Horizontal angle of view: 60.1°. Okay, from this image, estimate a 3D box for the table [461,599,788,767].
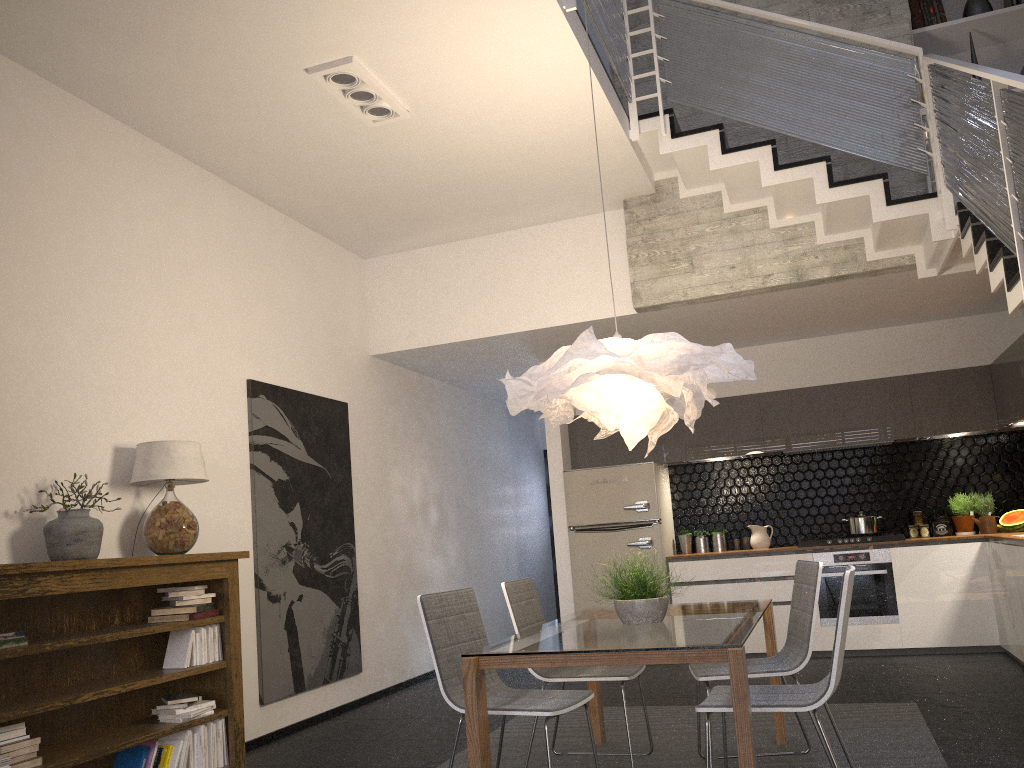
[{"bbox_3d":[0.608,1.400,3.861,0.999,0.709,1.810,-7,-10,18],"label":"table"}]

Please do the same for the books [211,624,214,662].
[{"bbox_3d":[-1.616,1.351,4.608,0.136,0.187,0.018,-7,-8,19],"label":"books"}]

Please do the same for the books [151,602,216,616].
[{"bbox_3d":[0.260,-2.069,6.199,5.393,6.661,0.363,1,-9,-30],"label":"books"}]

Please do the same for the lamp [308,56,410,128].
[{"bbox_3d":[-0.801,-1.558,4.721,0.254,0.065,0.649,-8,-11,18],"label":"lamp"}]

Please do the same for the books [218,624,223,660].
[{"bbox_3d":[-1.586,1.355,4.644,0.135,0.188,0.031,-7,-8,19],"label":"books"}]

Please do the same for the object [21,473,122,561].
[{"bbox_3d":[-1.995,0.599,4.012,0.385,0.409,0.277,-4,-8,-3],"label":"object"}]

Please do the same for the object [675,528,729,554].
[{"bbox_3d":[1.725,1.420,8.020,0.483,0.219,0.173,-7,-9,16],"label":"object"}]

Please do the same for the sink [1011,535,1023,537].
[{"bbox_3d":[3.633,0.911,5.860,0.491,0.445,0.727,-7,-10,18],"label":"sink"}]

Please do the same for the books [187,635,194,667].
[{"bbox_3d":[-1.658,1.339,4.437,0.120,0.156,0.056,-7,-8,19],"label":"books"}]

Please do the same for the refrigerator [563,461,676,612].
[{"bbox_3d":[1.007,1.604,7.949,0.831,1.699,0.773,-7,-8,19],"label":"refrigerator"}]

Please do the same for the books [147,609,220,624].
[{"bbox_3d":[-1.669,1.182,4.512,0.230,0.034,0.288,-6,-10,11],"label":"books"}]

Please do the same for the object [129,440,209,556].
[{"bbox_3d":[-1.773,0.601,4.596,0.389,0.578,0.392,-3,-8,-12],"label":"object"}]

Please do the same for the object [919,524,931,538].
[{"bbox_3d":[3.474,1.236,7.449,0.083,0.112,0.083,-9,-9,28],"label":"object"}]

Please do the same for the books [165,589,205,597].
[{"bbox_3d":[-1.694,1.080,4.575,0.175,0.023,0.245,1,-11,-26],"label":"books"}]

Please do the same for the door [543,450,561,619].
[{"bbox_3d":[1.041,1.937,11.409,1.110,2.299,0.161,-7,-8,19],"label":"door"}]

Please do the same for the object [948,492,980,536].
[{"bbox_3d":[3.745,1.069,7.319,0.245,0.351,0.235,-8,-9,23],"label":"object"}]

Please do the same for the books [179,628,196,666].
[{"bbox_3d":[-1.662,1.331,4.479,0.136,0.187,0.018,-7,-8,19],"label":"books"}]

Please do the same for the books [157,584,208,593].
[{"bbox_3d":[-1.704,1.058,4.580,0.205,0.022,0.156,-5,-10,4],"label":"books"}]

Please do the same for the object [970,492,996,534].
[{"bbox_3d":[3.871,1.035,7.257,0.184,0.376,0.170,1,-9,-34],"label":"object"}]

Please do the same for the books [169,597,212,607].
[{"bbox_3d":[-1.666,1.125,4.583,0.179,0.029,0.227,1,-12,-29],"label":"books"}]

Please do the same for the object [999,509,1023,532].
[{"bbox_3d":[3.985,1.083,7.001,0.218,0.173,0.237,4,-12,-42],"label":"object"}]

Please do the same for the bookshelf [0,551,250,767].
[{"bbox_3d":[-1.891,1.360,3.839,0.452,1.163,1.930,-7,-10,18],"label":"bookshelf"}]

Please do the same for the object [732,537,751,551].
[{"bbox_3d":[2.058,1.434,7.942,0.161,0.110,0.078,-8,-9,24],"label":"object"}]

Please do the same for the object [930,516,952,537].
[{"bbox_3d":[3.585,1.190,7.408,0.142,0.173,0.142,-7,-9,19],"label":"object"}]

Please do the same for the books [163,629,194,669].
[{"bbox_3d":[-1.664,1.323,4.420,0.135,0.181,0.078,-7,-8,19],"label":"books"}]

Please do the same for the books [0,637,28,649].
[{"bbox_3d":[-2.074,1.029,3.482,0.180,0.033,0.244,-8,-11,21],"label":"books"}]

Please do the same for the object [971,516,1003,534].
[{"bbox_3d":[3.836,1.138,7.140,0.124,0.139,0.211,2,-11,-37],"label":"object"}]

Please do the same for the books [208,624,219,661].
[{"bbox_3d":[-1.595,1.352,4.622,0.136,0.187,0.018,-7,-8,19],"label":"books"}]

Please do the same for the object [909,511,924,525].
[{"bbox_3d":[3.412,1.132,7.472,0.083,0.112,0.083,-4,-8,-1],"label":"object"}]

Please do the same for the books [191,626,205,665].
[{"bbox_3d":[-1.627,1.333,4.506,0.136,0.187,0.018,-7,-8,19],"label":"books"}]

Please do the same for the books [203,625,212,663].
[{"bbox_3d":[-1.612,1.344,4.570,0.135,0.187,0.015,-7,-8,19],"label":"books"}]

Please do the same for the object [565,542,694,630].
[{"bbox_3d":[0.550,0.886,3.919,0.532,0.364,0.672,-7,-10,14],"label":"object"}]

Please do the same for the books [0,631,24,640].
[{"bbox_3d":[-2.074,0.998,3.476,0.167,0.023,0.228,-9,-11,22],"label":"books"}]

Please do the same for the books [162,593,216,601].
[{"bbox_3d":[-1.676,1.102,4.586,0.245,0.019,0.175,-14,-14,43],"label":"books"}]

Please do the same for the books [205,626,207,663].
[{"bbox_3d":[-1.633,1.344,4.560,0.136,0.187,0.018,-7,-8,19],"label":"books"}]

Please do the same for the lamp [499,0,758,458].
[{"bbox_3d":[0.326,-2.228,4.302,1.121,5.176,1.065,-9,-8,29],"label":"lamp"}]

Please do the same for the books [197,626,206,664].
[{"bbox_3d":[-1.628,1.337,4.524,0.135,0.187,0.015,-7,-8,19],"label":"books"}]

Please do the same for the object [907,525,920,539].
[{"bbox_3d":[3.393,1.248,7.481,0.083,0.112,0.083,-7,-9,19],"label":"object"}]

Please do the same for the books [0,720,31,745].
[{"bbox_3d":[-2.049,1.384,3.520,0.217,0.068,0.158,-10,-11,28],"label":"books"}]

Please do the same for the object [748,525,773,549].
[{"bbox_3d":[2.208,1.357,7.859,0.191,0.213,0.172,-10,-10,32],"label":"object"}]

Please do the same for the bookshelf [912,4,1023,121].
[{"bbox_3d":[3.150,-2.350,6.211,0.975,1.099,0.445,-7,-8,19],"label":"bookshelf"}]

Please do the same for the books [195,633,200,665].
[{"bbox_3d":[-1.639,1.346,4.491,0.120,0.158,0.016,-7,-8,19],"label":"books"}]
